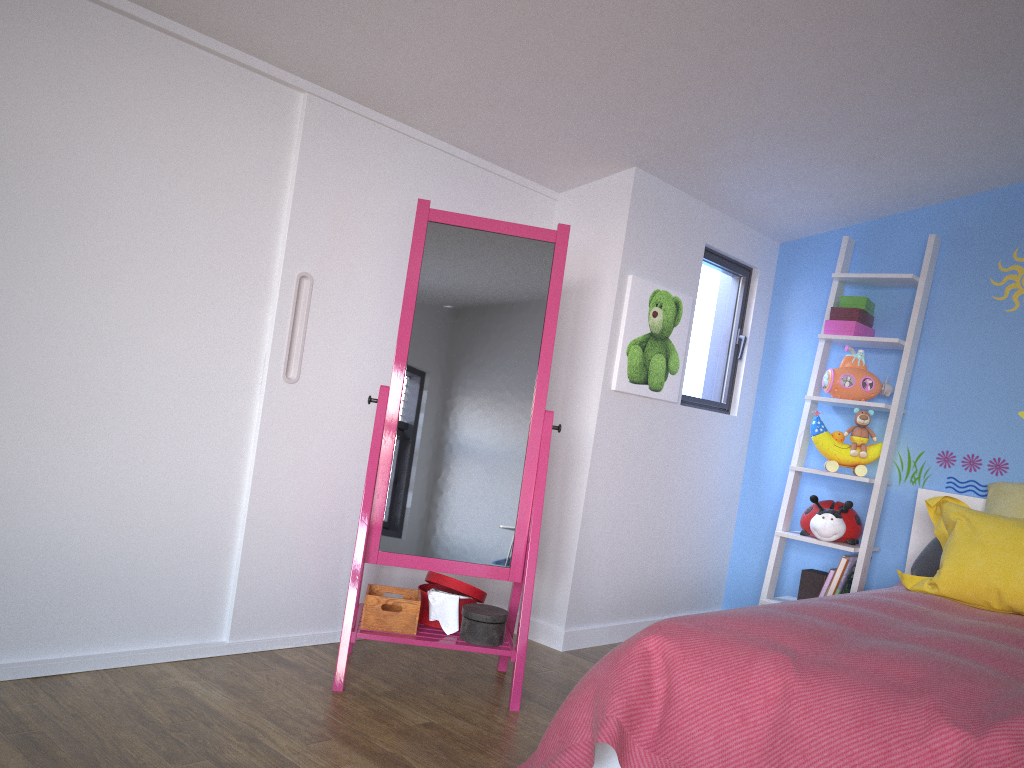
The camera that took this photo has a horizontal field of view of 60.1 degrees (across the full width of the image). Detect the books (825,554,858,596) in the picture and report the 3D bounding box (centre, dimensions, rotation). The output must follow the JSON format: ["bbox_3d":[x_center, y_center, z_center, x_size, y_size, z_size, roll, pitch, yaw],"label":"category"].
[{"bbox_3d":[1.361,0.822,3.657,0.077,0.254,0.210,10,1,43],"label":"books"}]

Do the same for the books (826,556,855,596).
[{"bbox_3d":[1.349,0.822,3.613,0.079,0.248,0.198,10,1,43],"label":"books"}]

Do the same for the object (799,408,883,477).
[{"bbox_3d":[1.391,0.235,3.676,0.371,0.282,0.154,8,1,15],"label":"object"}]

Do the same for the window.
[{"bbox_3d":[0.861,-0.252,3.991,0.208,0.748,0.588,10,1,43],"label":"window"}]

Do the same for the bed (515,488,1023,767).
[{"bbox_3d":[1.426,0.762,2.282,1.918,0.812,2.326,8,-2,43],"label":"bed"}]

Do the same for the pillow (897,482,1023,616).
[{"bbox_3d":[1.981,0.558,2.867,1.339,0.532,0.682,8,-1,44],"label":"pillow"}]

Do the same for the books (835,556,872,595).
[{"bbox_3d":[3.433,4.412,4.099,5.398,6.717,0.359,9,2,-7],"label":"books"}]

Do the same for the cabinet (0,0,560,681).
[{"bbox_3d":[-1.370,-0.155,2.033,0.052,1.765,4.249,10,0,43],"label":"cabinet"}]

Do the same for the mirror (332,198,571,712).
[{"bbox_3d":[-0.159,0.193,2.764,0.611,1.491,0.416,8,1,-6],"label":"mirror"}]

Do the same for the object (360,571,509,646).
[{"bbox_3d":[-0.235,0.682,2.808,0.445,0.159,0.368,9,-1,-2],"label":"object"}]

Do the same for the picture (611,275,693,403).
[{"bbox_3d":[0.565,-0.168,3.533,0.026,0.444,0.452,10,1,43],"label":"picture"}]

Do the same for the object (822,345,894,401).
[{"bbox_3d":[1.465,-0.039,3.728,0.295,0.234,0.158,9,1,13],"label":"object"}]

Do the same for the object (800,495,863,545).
[{"bbox_3d":[1.326,0.563,3.711,0.323,0.183,0.252,9,-1,-41],"label":"object"}]

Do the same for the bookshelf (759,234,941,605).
[{"bbox_3d":[1.395,0.269,3.726,0.389,1.853,0.382,10,2,42],"label":"bookshelf"}]
